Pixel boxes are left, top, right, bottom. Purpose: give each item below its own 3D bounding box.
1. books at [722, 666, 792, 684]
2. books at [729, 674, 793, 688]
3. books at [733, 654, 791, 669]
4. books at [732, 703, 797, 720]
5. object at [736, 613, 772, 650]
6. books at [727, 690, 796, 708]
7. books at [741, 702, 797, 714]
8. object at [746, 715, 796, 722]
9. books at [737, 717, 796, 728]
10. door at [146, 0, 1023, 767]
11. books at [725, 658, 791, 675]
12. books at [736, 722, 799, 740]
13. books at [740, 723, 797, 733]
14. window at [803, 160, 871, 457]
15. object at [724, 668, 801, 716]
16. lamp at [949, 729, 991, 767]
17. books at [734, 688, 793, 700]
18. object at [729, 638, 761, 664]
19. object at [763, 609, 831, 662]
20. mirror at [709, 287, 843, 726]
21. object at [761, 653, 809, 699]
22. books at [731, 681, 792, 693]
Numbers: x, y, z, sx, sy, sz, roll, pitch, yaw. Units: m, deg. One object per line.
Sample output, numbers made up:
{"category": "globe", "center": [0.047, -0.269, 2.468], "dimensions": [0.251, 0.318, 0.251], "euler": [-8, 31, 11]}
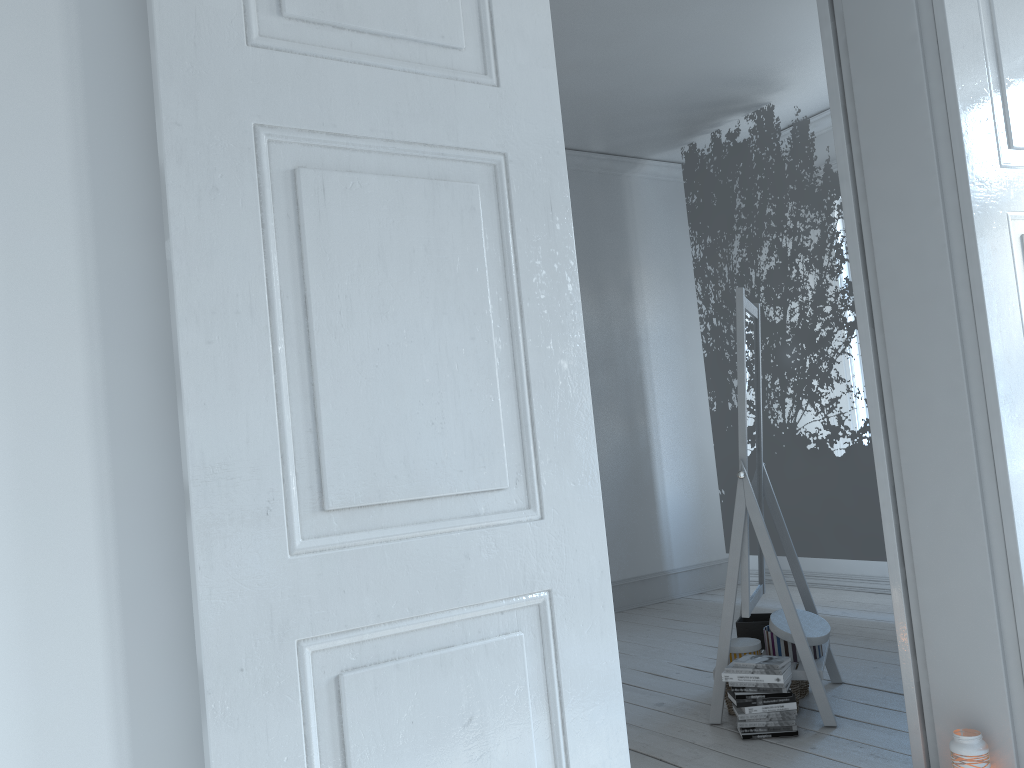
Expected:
{"category": "books", "center": [0.813, 0.961, 2.944], "dimensions": [0.200, 0.026, 0.128], "euler": [-8, -5, 29]}
{"category": "books", "center": [0.826, 0.981, 2.942], "dimensions": [0.181, 0.016, 0.128], "euler": [-8, -5, 28]}
{"category": "books", "center": [0.831, 0.921, 2.942], "dimensions": [0.157, 0.014, 0.111], "euler": [-9, -6, 37]}
{"category": "books", "center": [0.834, 1.078, 2.937], "dimensions": [0.187, 0.017, 0.132], "euler": [-6, -5, 4]}
{"category": "object", "center": [0.953, 0.947, 3.398], "dimensions": [0.155, 0.103, 0.165], "euler": [-7, -5, 22]}
{"category": "books", "center": [0.825, 1.035, 2.940], "dimensions": [0.193, 0.022, 0.128], "euler": [-6, -5, 0]}
{"category": "books", "center": [0.842, 1.057, 2.939], "dimensions": [0.167, 0.022, 0.128], "euler": [-6, -5, 1]}
{"category": "object", "center": [0.849, 1.089, 2.930], "dimensions": [0.156, 0.014, 0.111], "euler": [-7, -5, 10]}
{"category": "books", "center": [0.838, 1.106, 2.934], "dimensions": [0.181, 0.016, 0.128], "euler": [-7, -5, 12]}
{"category": "door", "center": [0.546, -0.154, 2.025], "dimensions": [2.597, 2.502, 0.578], "euler": [-3, -5, -33]}
{"category": "books", "center": [0.818, 0.939, 2.946], "dimensions": [0.187, 0.017, 0.132], "euler": [-8, -5, 30]}
{"category": "books", "center": [0.840, 1.139, 2.926], "dimensions": [0.178, 0.016, 0.128], "euler": [-6, -5, 5]}
{"category": "books", "center": [0.841, 1.122, 2.931], "dimensions": [0.177, 0.016, 0.128], "euler": [-6, -5, 8]}
{"category": "window", "center": [2.256, -0.461, 4.801], "dimensions": [0.375, 1.843, 1.458], "euler": [-3, -5, -33]}
{"category": "object", "center": [0.887, 1.097, 3.156], "dimensions": [0.295, 0.139, 0.185], "euler": [-8, -5, 29]}
{"category": "lamp", "center": [1.163, 0.967, 2.245], "dimensions": [0.089, 0.166, 0.089], "euler": [-3, -5, -34]}
{"category": "books", "center": [0.828, 1.014, 2.934], "dimensions": [0.178, 0.016, 0.128], "euler": [-7, -5, 10]}
{"category": "object", "center": [0.814, 0.954, 3.148], "dimensions": [0.142, 0.074, 0.142], "euler": [-10, -6, 41]}
{"category": "object", "center": [1.019, 0.894, 3.171], "dimensions": [0.207, 0.158, 0.241], "euler": [-4, -5, -25]}
{"category": "mirror", "center": [0.901, 0.418, 3.280], "dimensions": [0.417, 1.487, 0.611], "euler": [-7, -4, 22]}
{"category": "object", "center": [0.986, 1.102, 3.346], "dimensions": [0.295, 0.139, 0.185], "euler": [-8, -5, 29]}
{"category": "books", "center": [0.828, 0.997, 2.939], "dimensions": [0.177, 0.016, 0.128], "euler": [-8, -5, 24]}
